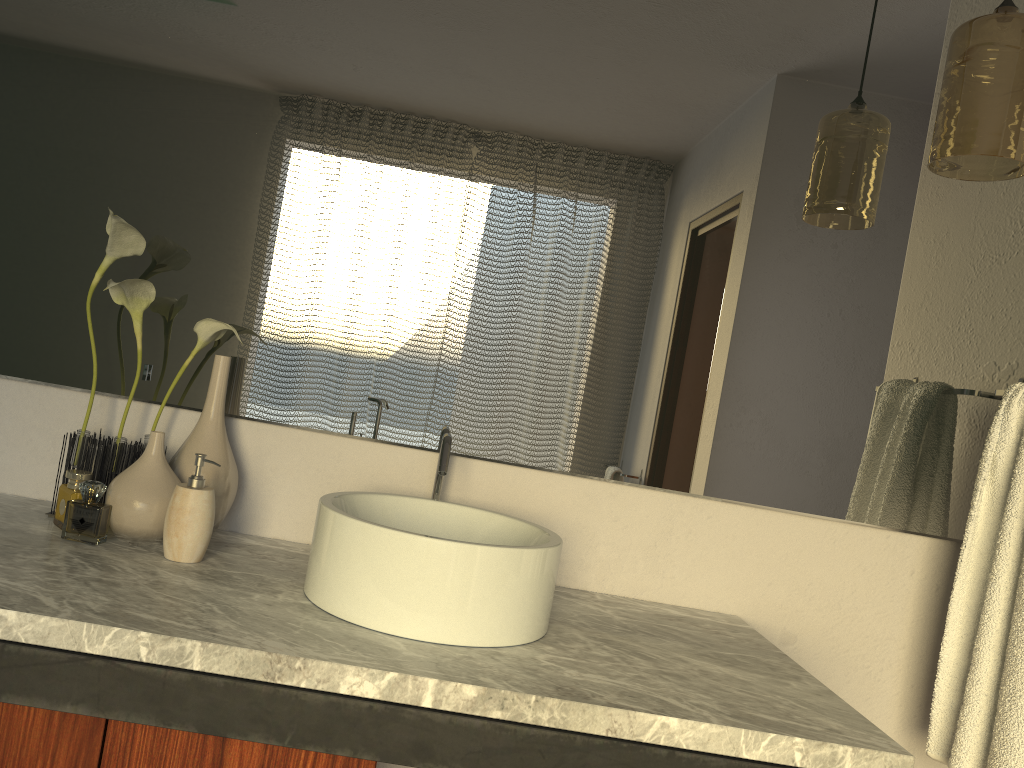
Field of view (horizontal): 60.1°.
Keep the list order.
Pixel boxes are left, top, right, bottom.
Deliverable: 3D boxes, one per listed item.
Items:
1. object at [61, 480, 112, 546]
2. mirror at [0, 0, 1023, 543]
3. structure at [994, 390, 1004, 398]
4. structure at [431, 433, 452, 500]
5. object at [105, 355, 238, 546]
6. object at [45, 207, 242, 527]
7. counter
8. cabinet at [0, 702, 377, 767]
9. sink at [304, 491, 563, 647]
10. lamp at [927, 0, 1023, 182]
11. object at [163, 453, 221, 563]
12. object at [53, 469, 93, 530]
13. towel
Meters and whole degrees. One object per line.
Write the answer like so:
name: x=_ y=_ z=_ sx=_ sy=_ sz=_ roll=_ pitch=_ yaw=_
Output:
object: x=-0.626 y=0.187 z=1.309 sx=0.057 sy=0.090 sz=0.038 roll=10 pitch=0 yaw=7
mirror: x=-1.018 y=-0.620 z=1.520 sx=4.070 sy=1.152 sz=0.017 roll=10 pitch=0 yaw=-2
structure: x=0.906 y=0.025 z=1.380 sx=0.102 sy=0.088 sz=0.370 roll=10 pitch=0 yaw=-5
structure: x=-0.146 y=0.197 z=1.453 sx=0.066 sy=0.242 sz=0.164 roll=10 pitch=0 yaw=-1
object: x=-0.530 y=0.099 z=1.426 sx=0.122 sy=0.305 sz=0.235 roll=10 pitch=0 yaw=22
object: x=-0.593 y=-0.013 z=1.454 sx=0.239 sy=0.504 sz=0.192 roll=10 pitch=0 yaw=-25
counter: x=-0.685 y=0.276 z=1.255 sx=2.254 sy=0.101 sz=0.588 roll=10 pitch=0 yaw=-2
cabinet: x=-0.552 y=0.651 z=1.301 sx=0.657 sy=0.599 sz=0.513 roll=10 pitch=0 yaw=-3
sink: x=-0.114 y=0.258 z=1.290 sx=0.350 sy=0.131 sz=0.364 roll=10 pitch=0 yaw=-26
lamp: x=0.783 y=-0.754 z=1.343 sx=0.142 sy=0.867 sz=0.135 roll=10 pitch=0 yaw=39
object: x=-0.475 y=0.182 z=1.314 sx=0.069 sy=0.158 sz=0.072 roll=10 pitch=0 yaw=-21
object: x=-0.675 y=0.181 z=1.367 sx=0.038 sy=0.092 sz=0.067 roll=10 pitch=0 yaw=-44
towel: x=0.795 y=0.309 z=1.369 sx=0.163 sy=0.636 sz=0.254 roll=10 pitch=0 yaw=14
